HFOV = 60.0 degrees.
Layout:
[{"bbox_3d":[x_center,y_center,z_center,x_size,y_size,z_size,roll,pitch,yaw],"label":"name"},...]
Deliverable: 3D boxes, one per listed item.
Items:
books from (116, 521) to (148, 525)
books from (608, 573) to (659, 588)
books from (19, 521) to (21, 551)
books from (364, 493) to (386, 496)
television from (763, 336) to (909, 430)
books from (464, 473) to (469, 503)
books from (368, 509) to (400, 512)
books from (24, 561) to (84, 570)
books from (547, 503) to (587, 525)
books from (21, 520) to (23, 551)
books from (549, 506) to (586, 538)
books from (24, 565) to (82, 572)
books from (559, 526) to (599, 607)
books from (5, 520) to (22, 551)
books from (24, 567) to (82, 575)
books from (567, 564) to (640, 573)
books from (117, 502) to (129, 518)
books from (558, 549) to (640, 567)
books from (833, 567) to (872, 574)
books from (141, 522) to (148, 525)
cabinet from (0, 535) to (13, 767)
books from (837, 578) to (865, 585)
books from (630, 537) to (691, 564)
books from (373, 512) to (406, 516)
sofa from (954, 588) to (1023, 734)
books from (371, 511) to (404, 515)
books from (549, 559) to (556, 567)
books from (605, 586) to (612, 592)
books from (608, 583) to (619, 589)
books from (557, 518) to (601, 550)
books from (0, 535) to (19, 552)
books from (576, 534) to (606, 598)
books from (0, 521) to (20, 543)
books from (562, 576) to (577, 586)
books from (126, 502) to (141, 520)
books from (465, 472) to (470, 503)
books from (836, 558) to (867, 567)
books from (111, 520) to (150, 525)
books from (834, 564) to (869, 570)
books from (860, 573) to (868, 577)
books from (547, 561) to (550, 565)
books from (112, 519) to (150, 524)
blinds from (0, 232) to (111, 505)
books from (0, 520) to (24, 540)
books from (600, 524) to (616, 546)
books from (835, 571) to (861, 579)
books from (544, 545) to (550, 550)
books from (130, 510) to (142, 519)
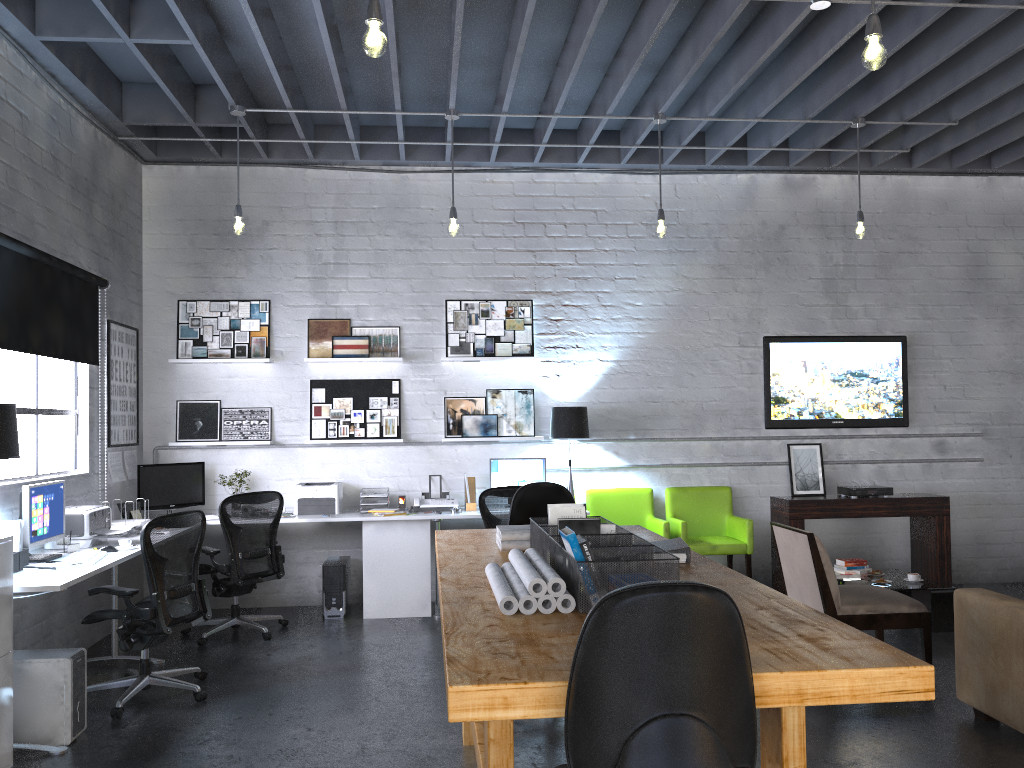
[{"bbox_3d":[-2.706,0.969,6.176,0.297,0.006,0.210,-1,-2,-4],"label":"books"},{"bbox_3d":[0.388,0.623,2.793,0.127,0.022,0.181,0,-2,-11],"label":"books"},{"bbox_3d":[-2.577,0.816,4.481,0.173,0.243,0.026,-1,-2,-6],"label":"books"},{"bbox_3d":[-1.121,0.901,7.252,0.134,0.008,0.203,0,-3,-22],"label":"books"},{"bbox_3d":[2.854,-0.017,7.799,1.324,0.816,0.021,-1,-1,-6],"label":"television"},{"bbox_3d":[-0.371,0.882,7.293,0.036,0.296,0.210,-1,-2,-6],"label":"books"},{"bbox_3d":[-0.999,0.989,6.929,0.211,0.014,0.148,-1,-2,9],"label":"books"},{"bbox_3d":[-2.288,0.906,4.431,0.212,0.010,0.171,-2,-3,21],"label":"books"},{"bbox_3d":[0.242,0.626,3.845,0.171,0.210,0.046,-1,-2,-6],"label":"books"},{"bbox_3d":[-2.581,0.817,4.503,0.172,0.243,0.026,-1,-2,-5],"label":"books"},{"bbox_3d":[0.243,0.631,3.813,0.158,0.199,0.082,-1,-2,-6],"label":"books"},{"bbox_3d":[-2.292,0.917,4.426,0.209,0.012,0.158,-2,-3,18],"label":"books"},{"bbox_3d":[0.211,0.569,2.771,0.108,0.234,0.166,-1,-2,-6],"label":"books"},{"bbox_3d":[-2.579,0.815,4.495,0.177,0.246,0.026,-1,-2,-6],"label":"books"},{"bbox_3d":[-2.288,0.928,4.424,0.213,0.012,0.158,-2,-3,19],"label":"books"},{"bbox_3d":[0.310,0.635,3.102,0.250,0.022,0.205,-1,-2,-1],"label":"books"},{"bbox_3d":[-2.843,0.926,6.520,0.052,0.109,0.133,-1,-2,9],"label":"books"},{"bbox_3d":[0.300,0.610,3.098,0.232,0.027,0.185,1,-3,-34],"label":"books"},{"bbox_3d":[2.581,1.408,6.719,0.161,0.026,0.223,1,-3,-36],"label":"books"},{"bbox_3d":[-2.708,0.974,6.176,0.297,0.006,0.210,-1,-2,-6],"label":"books"},{"bbox_3d":[-2.399,1.165,3.363,0.465,1.021,1.152,-1,-2,-6],"label":"cabinet"},{"bbox_3d":[2.397,1.418,6.397,0.174,0.045,0.240,0,-3,-16],"label":"books"},{"bbox_3d":[0.599,0.688,3.675,0.244,0.067,0.298,-1,-2,4],"label":"books"},{"bbox_3d":[-0.958,1.017,6.947,0.211,0.014,0.148,1,-3,-41],"label":"books"},{"bbox_3d":[3.439,1.313,4.117,2.330,0.628,1.105,-1,-2,-6],"label":"sofa"},{"bbox_3d":[-0.973,1.003,6.934,0.211,0.014,0.148,1,-3,-31],"label":"books"},{"bbox_3d":[0.270,0.683,3.439,0.248,0.021,0.177,-1,-2,-6],"label":"books"},{"bbox_3d":[0.389,0.670,2.795,0.155,0.029,0.226,-1,-2,-6],"label":"books"},{"bbox_3d":[0.392,0.645,2.797,0.141,0.021,0.203,-1,-2,-4],"label":"books"},{"bbox_3d":[0.246,0.600,3.273,0.158,0.214,0.063,-1,-2,-6],"label":"books"},{"bbox_3d":[-2.548,0.847,4.455,0.134,0.176,0.020,-1,-2,-5],"label":"books"},{"bbox_3d":[0.246,0.580,2.759,0.097,0.209,0.158,-1,-2,-6],"label":"books"},{"bbox_3d":[-2.578,0.816,4.477,0.172,0.243,0.026,-1,-2,-5],"label":"books"},{"bbox_3d":[0.309,0.683,3.099,0.250,0.031,0.185,0,-2,-9],"label":"books"},{"bbox_3d":[-2.775,0.933,6.494,0.017,0.121,0.184,-1,-2,9],"label":"books"},{"bbox_3d":[-0.363,0.881,7.297,0.043,0.296,0.210,-1,-2,-6],"label":"books"},{"bbox_3d":[2.569,1.351,6.716,0.185,0.041,0.129,0,-2,-11],"label":"books"},{"bbox_3d":[-2.708,0.964,6.176,0.297,0.006,0.210,-1,-2,-6],"label":"books"},{"bbox_3d":[2.570,1.383,6.722,0.208,0.024,0.144,0,-3,-21],"label":"books"},{"bbox_3d":[2.554,1.436,6.721,0.223,0.032,0.161,0,-3,-26],"label":"books"},{"bbox_3d":[0.270,0.703,3.438,0.248,0.021,0.177,-1,-2,-5],"label":"books"},{"bbox_3d":[-2.708,0.959,6.181,0.297,0.006,0.210,-1,-2,-5],"label":"books"},{"bbox_3d":[-2.773,0.014,5.195,0.100,1.631,2.120,-1,-2,-6],"label":"blinds"},{"bbox_3d":[-2.581,0.815,4.508,0.179,0.247,0.026,-1,-2,-5],"label":"books"},{"bbox_3d":[0.312,0.615,3.310,0.143,0.188,0.061,-1,-2,-6],"label":"books"},{"bbox_3d":[2.386,1.383,6.419,0.223,0.027,0.161,-1,-2,4],"label":"books"},{"bbox_3d":[0.254,0.675,3.662,0.233,0.022,0.184,0,-2,-8],"label":"books"},{"bbox_3d":[-2.752,0.964,6.499,0.037,0.076,0.102,-1,-2,9],"label":"books"}]
